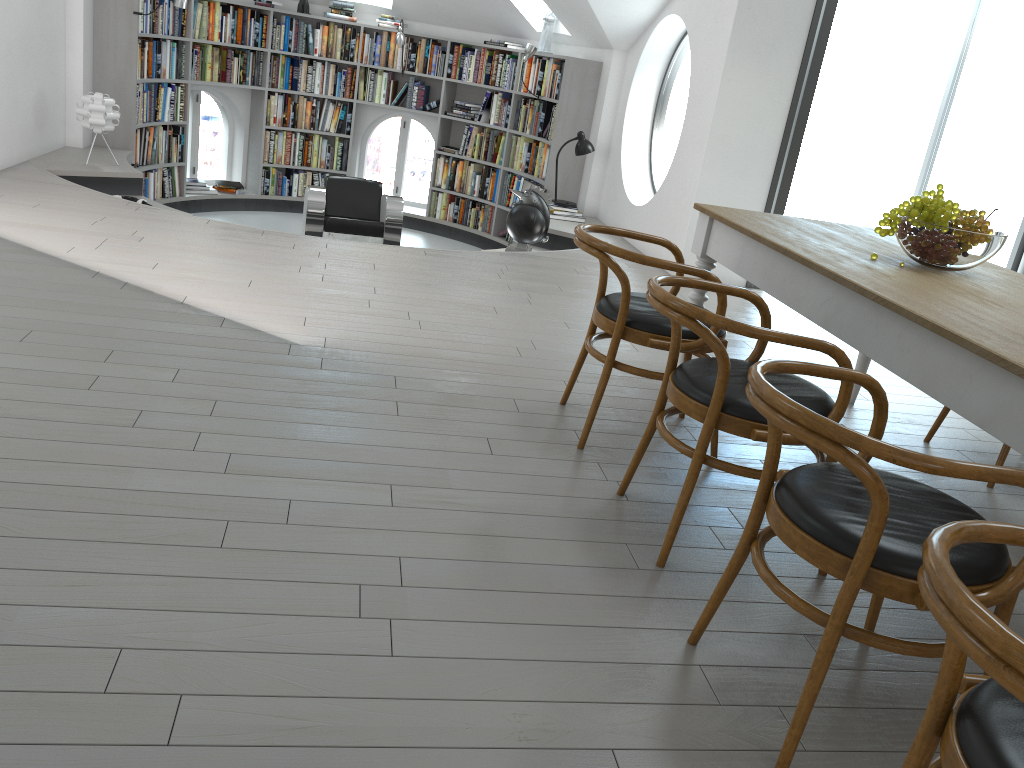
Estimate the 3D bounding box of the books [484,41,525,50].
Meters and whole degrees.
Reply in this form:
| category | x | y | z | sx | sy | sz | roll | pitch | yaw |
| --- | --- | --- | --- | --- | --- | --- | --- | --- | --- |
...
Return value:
| category | x | y | z | sx | sy | sz | roll | pitch | yaw |
| --- | --- | --- | --- | --- | --- | --- | --- | --- | --- |
| books | -0.062 | -3.477 | 9.122 | 0.338 | 0.036 | 0.317 | 25 | 25 | 37 |

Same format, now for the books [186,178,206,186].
| category | x | y | z | sx | sy | sz | roll | pitch | yaw |
| --- | --- | --- | --- | --- | --- | --- | --- | --- | --- |
| books | -3.271 | -2.073 | 9.091 | 0.213 | 0.036 | 0.228 | -4 | 24 | -33 |

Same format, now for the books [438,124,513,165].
| category | x | y | z | sx | sy | sz | roll | pitch | yaw |
| --- | --- | --- | --- | --- | --- | --- | --- | --- | --- |
| books | -0.313 | -2.560 | 9.410 | 0.978 | 0.349 | 0.253 | 21 | 22 | 28 |

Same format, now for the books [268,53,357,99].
| category | x | y | z | sx | sy | sz | roll | pitch | yaw |
| --- | --- | --- | --- | --- | --- | --- | --- | --- | --- |
| books | -2.146 | -3.280 | 9.430 | 1.028 | 0.356 | 0.303 | 0 | 21 | -25 |

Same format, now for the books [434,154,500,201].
| category | x | y | z | sx | sy | sz | roll | pitch | yaw |
| --- | --- | --- | --- | --- | --- | --- | --- | --- | --- |
| books | -0.438 | -2.235 | 9.579 | 0.875 | 0.347 | 0.273 | 20 | 22 | 28 |

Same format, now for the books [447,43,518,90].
| category | x | y | z | sx | sy | sz | roll | pitch | yaw |
| --- | --- | --- | --- | --- | --- | --- | --- | --- | --- |
| books | -0.240 | -3.298 | 9.213 | 0.973 | 0.364 | 0.307 | 21 | 22 | 29 |

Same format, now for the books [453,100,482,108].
| category | x | y | z | sx | sy | sz | roll | pitch | yaw |
| --- | --- | --- | --- | --- | --- | --- | --- | --- | --- |
| books | -0.445 | -2.988 | 9.480 | 0.269 | 0.031 | 0.288 | -3 | 23 | -30 |

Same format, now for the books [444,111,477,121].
| category | x | y | z | sx | sy | sz | roll | pitch | yaw |
| --- | --- | --- | --- | --- | --- | --- | --- | --- | --- |
| books | -0.465 | -2.871 | 9.520 | 0.389 | 0.042 | 0.367 | 20 | 22 | 26 |

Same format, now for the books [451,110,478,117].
| category | x | y | z | sx | sy | sz | roll | pitch | yaw |
| --- | --- | --- | --- | --- | --- | --- | --- | --- | --- |
| books | -0.460 | -2.901 | 9.509 | 0.286 | 0.031 | 0.271 | 18 | 21 | 21 |

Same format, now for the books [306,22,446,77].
| category | x | y | z | sx | sy | sz | roll | pitch | yaw |
| --- | --- | --- | --- | --- | --- | --- | --- | --- | --- |
| books | -1.419 | -3.571 | 9.424 | 1.565 | 0.364 | 0.397 | 7 | 19 | -6 |

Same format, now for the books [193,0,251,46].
| category | x | y | z | sx | sy | sz | roll | pitch | yaw |
| --- | --- | --- | --- | --- | --- | --- | --- | --- | --- |
| books | -2.904 | -3.522 | 8.601 | 0.270 | 0.370 | 0.796 | 21 | 22 | 29 |

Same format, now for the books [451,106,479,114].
| category | x | y | z | sx | sy | sz | roll | pitch | yaw |
| --- | --- | --- | --- | --- | --- | --- | --- | --- | --- |
| books | -0.455 | -2.930 | 9.500 | 0.287 | 0.031 | 0.270 | 24 | 24 | 35 |

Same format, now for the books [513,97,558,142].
| category | x | y | z | sx | sy | sz | roll | pitch | yaw |
| --- | --- | --- | --- | --- | --- | --- | --- | --- | --- |
| books | 0.346 | -2.582 | 8.651 | 0.279 | 0.355 | 1.062 | 0 | 22 | -25 |

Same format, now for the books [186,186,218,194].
| category | x | y | z | sx | sy | sz | roll | pitch | yaw |
| --- | --- | --- | --- | --- | --- | --- | --- | --- | --- |
| books | -3.282 | -2.013 | 9.111 | 0.366 | 0.042 | 0.390 | -10 | 27 | -42 |

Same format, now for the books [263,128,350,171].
| category | x | y | z | sx | sy | sz | roll | pitch | yaw |
| --- | --- | --- | --- | --- | --- | --- | --- | --- | --- |
| books | -2.238 | -2.554 | 9.641 | 1.031 | 0.354 | 0.295 | 0 | 21 | -26 |

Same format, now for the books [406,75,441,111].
| category | x | y | z | sx | sy | sz | roll | pitch | yaw |
| --- | --- | --- | --- | --- | --- | --- | --- | --- | --- |
| books | -0.908 | -3.117 | 9.559 | 0.399 | 0.338 | 0.226 | 12 | 19 | 7 |

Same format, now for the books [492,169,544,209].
| category | x | y | z | sx | sy | sz | roll | pitch | yaw |
| --- | --- | --- | --- | --- | --- | --- | --- | --- | --- |
| books | 0.191 | -1.894 | 8.939 | 0.304 | 0.356 | 1.194 | -2 | 22 | -29 |

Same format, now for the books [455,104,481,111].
| category | x | y | z | sx | sy | sz | roll | pitch | yaw |
| --- | --- | --- | --- | --- | --- | --- | --- | --- | --- |
| books | -0.450 | -2.959 | 9.490 | 0.228 | 0.036 | 0.214 | 24 | 24 | 35 |

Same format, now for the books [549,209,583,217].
| category | x | y | z | sx | sy | sz | roll | pitch | yaw |
| --- | --- | --- | --- | --- | --- | --- | --- | --- | --- |
| books | 0.444 | -1.558 | 7.947 | 0.286 | 0.034 | 0.307 | 2 | 21 | -21 |

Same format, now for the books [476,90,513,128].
| category | x | y | z | sx | sy | sz | roll | pitch | yaw |
| --- | --- | --- | --- | --- | --- | --- | --- | --- | --- |
| books | -0.077 | -2.858 | 9.218 | 0.556 | 0.348 | 0.256 | 22 | 23 | 32 |

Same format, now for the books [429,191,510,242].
| category | x | y | z | sx | sy | sz | roll | pitch | yaw |
| --- | --- | --- | --- | --- | --- | --- | --- | --- | --- |
| books | -0.297 | -1.796 | 9.510 | 1.506 | 0.308 | 0.360 | 25 | 25 | 37 |

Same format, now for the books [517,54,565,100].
| category | x | y | z | sx | sy | sz | roll | pitch | yaw |
| --- | --- | --- | --- | --- | --- | --- | --- | --- | --- |
| books | 0.403 | -2.943 | 8.541 | 0.293 | 0.359 | 1.023 | -1 | 22 | -28 |

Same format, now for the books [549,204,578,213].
| category | x | y | z | sx | sy | sz | roll | pitch | yaw |
| --- | --- | --- | --- | --- | --- | --- | --- | --- | --- |
| books | 0.449 | -1.588 | 7.937 | 0.269 | 0.031 | 0.288 | 9 | 20 | -2 |

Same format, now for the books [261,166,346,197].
| category | x | y | z | sx | sy | sz | roll | pitch | yaw |
| --- | --- | --- | --- | --- | --- | --- | --- | --- | --- |
| books | -2.309 | -2.215 | 9.743 | 1.019 | 0.304 | 0.290 | 0 | 21 | -26 |

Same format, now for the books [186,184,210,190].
| category | x | y | z | sx | sy | sz | roll | pitch | yaw |
| --- | --- | --- | --- | --- | --- | --- | --- | --- | --- |
| books | -3.276 | -2.044 | 9.101 | 0.269 | 0.031 | 0.288 | -4 | 24 | -33 |

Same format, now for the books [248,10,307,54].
| category | x | y | z | sx | sy | sz | roll | pitch | yaw |
| --- | --- | --- | --- | --- | --- | --- | --- | --- | --- |
| books | -2.442 | -3.612 | 9.097 | 0.683 | 0.343 | 0.267 | -4 | 23 | -33 |

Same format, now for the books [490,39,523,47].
| category | x | y | z | sx | sy | sz | roll | pitch | yaw |
| --- | --- | --- | --- | --- | --- | --- | --- | --- | --- |
| books | -0.057 | -3.504 | 9.114 | 0.233 | 0.026 | 0.249 | -6 | 25 | -37 |

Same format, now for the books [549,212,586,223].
| category | x | y | z | sx | sy | sz | roll | pitch | yaw |
| --- | --- | --- | --- | --- | --- | --- | --- | --- | --- |
| books | 0.438 | -1.524 | 7.958 | 0.365 | 0.042 | 0.391 | 5 | 20 | -12 |

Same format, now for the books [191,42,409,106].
| category | x | y | z | sx | sy | sz | roll | pitch | yaw |
| --- | --- | --- | --- | --- | --- | --- | --- | --- | --- |
| books | -2.253 | -3.203 | 9.186 | 2.529 | 0.368 | 0.596 | -2 | 23 | -30 |

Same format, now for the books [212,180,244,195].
| category | x | y | z | sx | sy | sz | roll | pitch | yaw |
| --- | --- | --- | --- | --- | --- | --- | --- | --- | --- |
| books | -2.978 | -2.069 | 9.331 | 0.318 | 0.099 | 0.294 | 6 | 20 | -10 |

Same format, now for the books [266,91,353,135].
| category | x | y | z | sx | sy | sz | roll | pitch | yaw |
| --- | --- | --- | --- | --- | --- | --- | --- | --- | --- |
| books | -2.189 | -2.912 | 9.513 | 0.997 | 0.348 | 0.300 | -1 | 22 | -27 |

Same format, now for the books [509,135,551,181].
| category | x | y | z | sx | sy | sz | roll | pitch | yaw |
| --- | --- | --- | --- | --- | --- | --- | --- | --- | --- |
| books | 0.294 | -2.223 | 8.769 | 0.275 | 0.345 | 1.030 | 0 | 22 | -26 |
